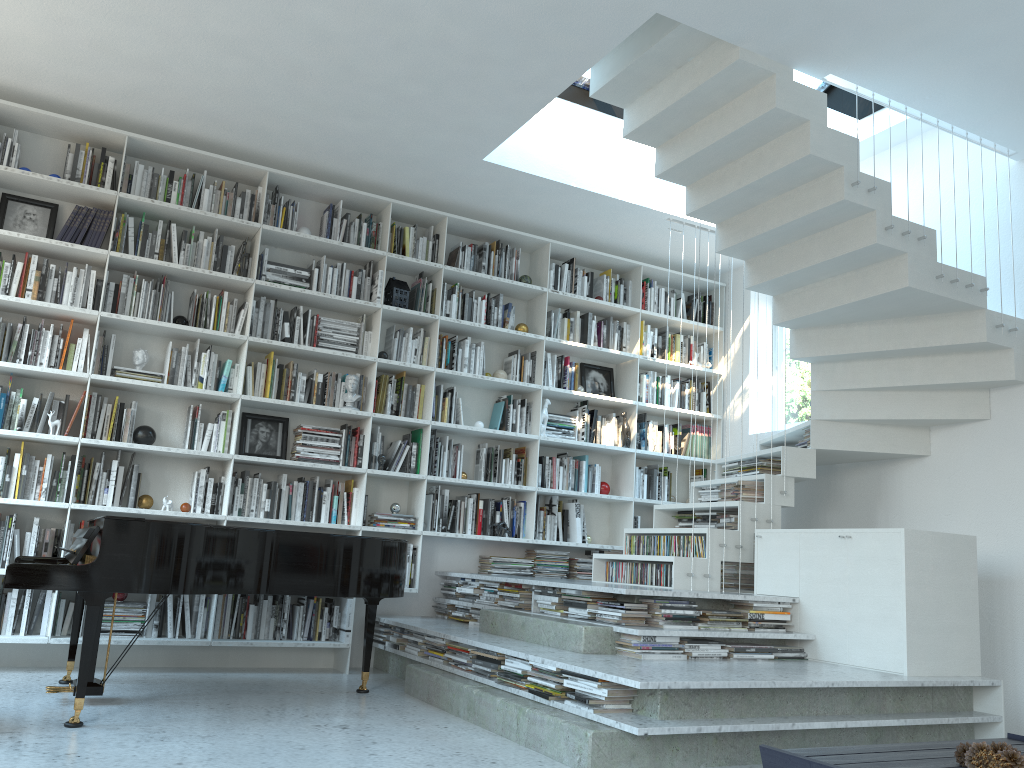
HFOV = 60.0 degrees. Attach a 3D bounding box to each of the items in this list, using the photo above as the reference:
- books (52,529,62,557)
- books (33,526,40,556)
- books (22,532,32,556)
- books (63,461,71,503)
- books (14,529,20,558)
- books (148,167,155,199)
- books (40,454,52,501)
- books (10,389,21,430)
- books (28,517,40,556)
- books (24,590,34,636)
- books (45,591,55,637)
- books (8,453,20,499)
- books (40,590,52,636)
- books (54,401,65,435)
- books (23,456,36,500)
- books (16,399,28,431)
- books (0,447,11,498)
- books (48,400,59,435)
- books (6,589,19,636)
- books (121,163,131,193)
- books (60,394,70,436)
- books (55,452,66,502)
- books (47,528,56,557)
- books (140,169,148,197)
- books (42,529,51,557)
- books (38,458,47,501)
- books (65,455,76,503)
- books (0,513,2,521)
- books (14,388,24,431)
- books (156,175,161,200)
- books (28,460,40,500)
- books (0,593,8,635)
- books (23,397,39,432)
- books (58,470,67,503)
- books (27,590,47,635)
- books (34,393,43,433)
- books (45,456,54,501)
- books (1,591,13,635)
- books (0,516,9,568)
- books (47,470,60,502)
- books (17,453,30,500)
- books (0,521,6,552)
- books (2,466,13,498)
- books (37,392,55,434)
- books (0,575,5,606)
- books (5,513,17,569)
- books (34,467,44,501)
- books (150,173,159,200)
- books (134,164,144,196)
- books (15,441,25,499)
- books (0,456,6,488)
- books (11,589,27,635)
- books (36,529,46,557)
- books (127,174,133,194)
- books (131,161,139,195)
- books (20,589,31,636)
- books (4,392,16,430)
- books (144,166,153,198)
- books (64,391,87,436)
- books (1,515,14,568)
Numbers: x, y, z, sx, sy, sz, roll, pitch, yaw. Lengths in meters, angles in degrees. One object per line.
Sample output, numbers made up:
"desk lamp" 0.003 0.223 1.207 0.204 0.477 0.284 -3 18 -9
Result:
"books" -2.583 0.938 5.018 0.030 0.230 0.151 9 -12 -27
"books" -2.662 0.916 4.957 0.011 0.239 0.174 9 -12 -27
"books" -2.719 0.932 4.964 0.030 0.203 0.142 9 -12 -27
"books" -2.553 0.567 5.080 0.010 0.239 0.174 9 -12 -27
"books" -2.749 0.916 4.930 0.059 0.215 0.177 9 -12 -27
"books" -2.256 -1.203 5.519 0.012 0.249 0.174 9 -12 -27
"books" -2.643 0.538 5.030 0.021 0.265 0.185 9 -12 -27
"books" -2.813 0.161 5.024 0.022 0.248 0.129 9 -12 -27
"books" -2.688 0.893 4.977 0.025 0.287 0.131 9 -12 -27
"books" -2.670 1.230 4.910 0.012 0.303 0.165 9 -12 -27
"books" -2.569 1.277 4.936 0.017 0.232 0.212 9 -12 -27
"books" -2.787 0.522 4.968 0.026 0.253 0.176 9 -12 -27
"books" -2.607 1.259 4.967 0.027 0.275 0.144 9 -12 -27
"books" -2.611 0.212 5.113 0.027 0.209 0.144 9 -12 -27
"books" -2.720 0.534 4.995 0.028 0.248 0.159 9 -12 -27
"books" -2.768 0.191 5.008 0.029 0.189 0.189 9 -12 -27
"books" -2.829 0.501 4.947 0.014 0.281 0.150 9 -12 -27
"books" -2.632 0.207 5.091 0.030 0.207 0.172 9 -12 -27
"books" -2.747 1.243 4.877 0.027 0.255 0.179 9 -12 -27
"books" -2.383 -1.218 5.453 0.029 0.237 0.156 9 -12 -27
"books" -2.590 0.195 5.130 0.021 0.251 0.154 9 -12 -27
"books" -2.579 0.538 5.063 0.014 0.285 0.179 9 -12 -27
"books" -2.612 0.932 5.014 0.026 0.235 0.140 9 -12 -27
"books" -2.293 -1.194 5.499 0.023 0.219 0.181 9 -12 -27
"books" -2.617 0.927 4.971 0.023 0.227 0.190 9 -12 -27
"books" -2.666 0.548 5.036 0.010 0.245 0.160 9 -12 -27
"books" -2.546 0.553 5.111 0.024 0.279 0.136 9 -12 -27
"books" -2.843 0.860 4.882 0.012 0.294 0.176 9 -12 -27
"books" -2.790 0.160 5.016 0.011 0.250 0.172 9 -12 -27
"books" -2.220 -1.176 5.535 0.015 0.207 0.167 9 -12 -27
"books" -2.704 0.550 5.018 0.025 0.229 0.153 9 -12 -27
"books" -2.797 1.258 4.865 0.024 0.213 0.137 9 -12 -27
"books" -2.745 0.190 5.059 0.056 0.214 0.143 9 -12 -27
"books" -2.581 0.594 5.091 0.023 0.186 0.130 9 -12 -27
"books" -2.648 1.262 4.943 0.065 0.255 0.156 9 -12 -27
"books" -2.713 0.182 5.076 0.013 0.241 0.141 9 -12 -27
"books" -2.637 0.546 5.054 0.013 0.259 0.143 9 -12 -27
"books" -2.771 1.255 4.866 0.022 0.224 0.141 9 -12 -27
"books" -2.817 0.875 4.917 0.013 0.283 0.139 9 -12 -27
"books" -2.616 0.588 5.058 0.041 0.181 0.142 9 -12 -27
"books" -2.742 0.524 4.979 0.028 0.260 0.181 9 -12 -27
"books" -2.835 0.886 4.903 0.029 0.254 0.153 9 -12 -27
"books" -2.809 0.552 4.940 0.029 0.181 0.190 9 -12 -27
"books" -2.674 0.178 5.082 0.060 0.255 0.158 9 -12 -27
"books" -2.811 1.209 4.867 0.013 0.309 0.130 9 -12 -27
"books" -2.777 0.869 4.919 0.013 0.300 0.173 9 -12 -27
"books" -2.685 0.571 5.028 0.023 0.194 0.140 9 -12 -27
"books" -2.233 -1.181 5.513 0.029 0.207 0.179 9 -12 -27
"books" -2.318 -1.214 5.493 0.031 0.254 0.145 9 -12 -27
"books" -2.765 0.491 4.981 0.021 0.322 0.172 9 -12 -27
"books" -2.849 0.524 4.934 0.027 0.229 0.159 9 -12 -27
"books" -2.728 1.247 4.913 0.040 0.263 0.137 9 -12 -27
"books" -2.660 0.930 4.995 0.030 0.226 0.140 9 -12 -27
"books" -2.368 -1.185 5.473 0.024 0.182 0.133 9 -12 -27
"books" -2.350 -1.227 5.501 0.021 0.278 0.141 9 -12 -27
"books" -2.686 1.232 4.904 0.021 0.295 0.188 9 -12 -27
"books" -2.840 0.167 5.017 0.031 0.231 0.148 9 -12 -27
"books" -2.273 -1.206 5.515 0.023 0.251 0.171 9 -12 -27
"books" -2.526 0.185 5.121 0.082 0.276 0.228 9 -12 -27
"books" -2.795 0.873 4.915 0.022 0.290 0.137 9 -12 -27
